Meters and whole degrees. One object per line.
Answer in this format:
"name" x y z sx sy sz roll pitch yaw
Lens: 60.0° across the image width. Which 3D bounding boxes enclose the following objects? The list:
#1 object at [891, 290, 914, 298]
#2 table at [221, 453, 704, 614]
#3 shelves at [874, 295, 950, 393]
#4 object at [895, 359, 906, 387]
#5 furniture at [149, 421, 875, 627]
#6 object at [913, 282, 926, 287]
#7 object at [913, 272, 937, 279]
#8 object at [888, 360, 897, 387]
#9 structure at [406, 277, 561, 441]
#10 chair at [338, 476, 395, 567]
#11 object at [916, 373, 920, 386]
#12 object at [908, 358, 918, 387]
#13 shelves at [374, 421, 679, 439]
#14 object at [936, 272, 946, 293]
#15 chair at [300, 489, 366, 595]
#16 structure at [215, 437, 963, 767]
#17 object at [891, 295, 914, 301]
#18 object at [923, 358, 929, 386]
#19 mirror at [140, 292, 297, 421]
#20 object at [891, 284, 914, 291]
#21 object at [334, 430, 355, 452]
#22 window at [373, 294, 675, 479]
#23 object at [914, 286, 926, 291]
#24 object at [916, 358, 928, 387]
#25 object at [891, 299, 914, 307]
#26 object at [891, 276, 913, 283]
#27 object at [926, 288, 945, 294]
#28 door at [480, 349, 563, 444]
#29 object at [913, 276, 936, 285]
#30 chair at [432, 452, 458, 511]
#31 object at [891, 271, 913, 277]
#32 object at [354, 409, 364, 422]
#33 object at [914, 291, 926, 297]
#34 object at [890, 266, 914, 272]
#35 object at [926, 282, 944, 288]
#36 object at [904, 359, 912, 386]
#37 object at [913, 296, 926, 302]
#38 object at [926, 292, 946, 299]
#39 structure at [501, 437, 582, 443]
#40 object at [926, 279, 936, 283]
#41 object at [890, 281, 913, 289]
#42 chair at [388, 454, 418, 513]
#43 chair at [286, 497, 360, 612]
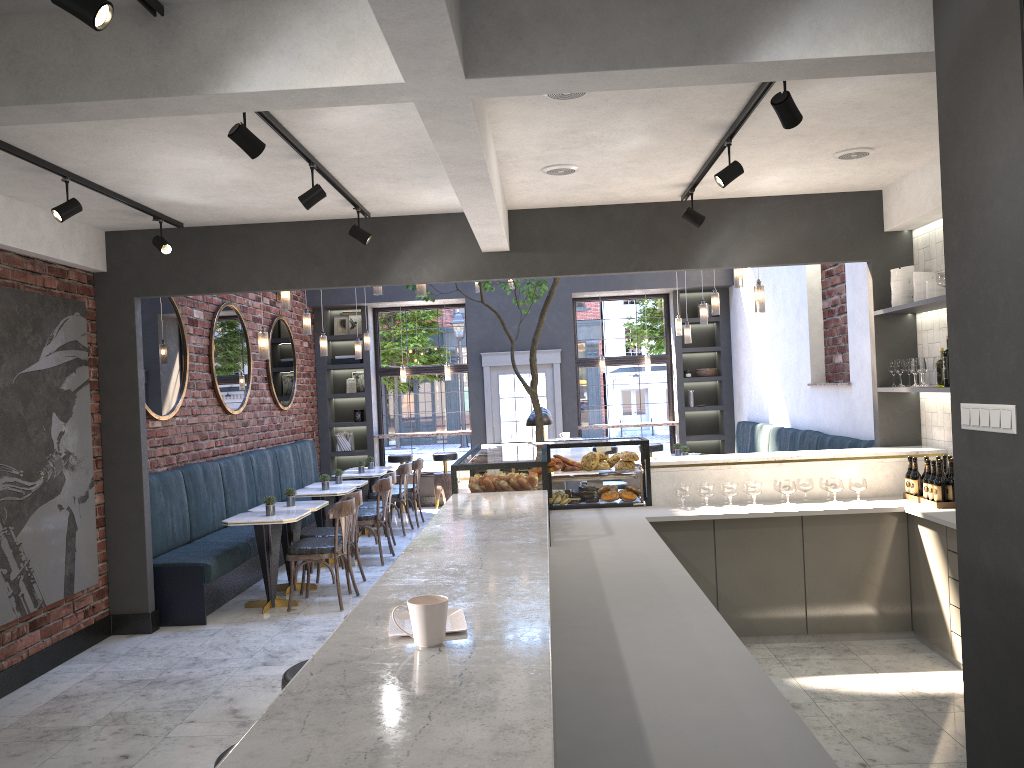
"object" 2.719 -0.620 6.158 0.153 0.062 0.153 -3 0 32
"table" 0.091 1.368 9.291 4.599 0.751 4.830 -3 0 2
"shelves" 2.700 -0.249 4.580 0.300 0.580 3.600 -3 0 2
"object" 2.702 -0.077 6.171 0.070 0.188 0.070 -3 0 -7
"furniture" 0.085 1.169 9.334 6.021 1.151 5.341 -3 0 2
"object" 2.769 -0.656 5.935 0.154 0.075 0.153 -2 0 -30
"object" 2.765 -0.721 5.931 0.154 0.076 0.153 -3 0 23
"object" 2.706 -0.076 6.289 0.070 0.188 0.070 -3 0 -7
"structure" 0.213 -1.261 8.410 2.806 5.989 3.745 -3 0 -44
"chair" -1.471 1.386 9.050 0.521 0.851 0.538 -3 0 3
"object" 2.812 -0.082 6.167 0.070 0.188 0.070 -3 0 -7
"object" 2.693 -0.078 5.935 0.070 0.188 0.070 -3 0 -7
"shelves" 0.197 0.673 12.973 4.403 0.043 0.384 -3 0 2
"object" 2.654 -0.606 5.421 0.114 0.147 0.114 -3 0 7
"chair" -1.576 1.383 7.852 0.521 0.851 0.538 -3 0 3
"structure" 1.264 1.002 3.540 3.205 1.300 5.805 -3 0 2
"object" 2.719 -0.590 6.159 0.153 0.074 0.154 -3 0 5
"object" 2.807 -0.082 6.049 0.070 0.188 0.070 -3 0 -7
"mirror" -2.964 -0.431 9.393 0.036 1.510 4.773 -3 0 2
"object" 2.715 -0.652 6.157 0.154 0.075 0.153 -2 0 -30
"object" -2.465 0.830 13.060 0.250 0.323 0.241 -3 0 2
"window" -0.127 -1.395 7.065 6.405 5.364 12.709 -3 0 2
"object" 2.773 -0.624 5.936 0.153 0.062 0.153 -3 0 32
"object" 2.689 -0.078 5.817 0.070 0.188 0.070 -3 0 16
"object" 2.719 -0.554 6.161 0.153 0.055 0.153 -2 0 -36
"object" 2.711 -0.717 6.153 0.154 0.076 0.153 -3 0 23
"object" 2.766 -0.595 5.743 0.153 0.074 0.154 -3 0 5
"door" 0.176 0.651 12.443 1.132 2.219 0.152 -3 0 2
"object" 2.766 -0.686 5.934 0.153 0.060 0.153 -3 0 -15
"chair" -0.947 1.404 12.748 0.372 0.821 0.370 -3 0 -35
"object" 2.711 -0.747 6.151 0.153 0.067 0.153 -2 0 -42
"object" -2.249 0.466 13.036 0.152 0.181 0.152 -3 0 40
"object" 2.774 -0.594 5.937 0.153 0.074 0.154 -3 0 5
"object" 2.707 -0.779 6.150 0.153 0.070 0.153 -2 0 -41
"object" 2.766 -0.625 5.742 0.153 0.062 0.153 -3 0 32
"object" 2.816 -0.081 6.285 0.070 0.188 0.070 -3 0 -7
"object" 2.773 -0.558 5.940 0.153 0.055 0.153 -2 0 -36
"object" 2.766 -0.559 5.746 0.153 0.055 0.153 -2 0 -36
"structure" 0.334 1.208 9.392 0.990 1.050 3.490 -3 0 2
"object" 2.762 -0.657 5.741 0.154 0.075 0.153 -2 0 -30
"object" 2.712 -0.682 6.156 0.153 0.060 0.153 -3 0 -15
"chair" -1.591 1.434 12.795 0.370 0.821 0.372 -3 0 -35
"chair" -1.537 1.377 7.272 0.521 0.851 0.538 -3 0 3
